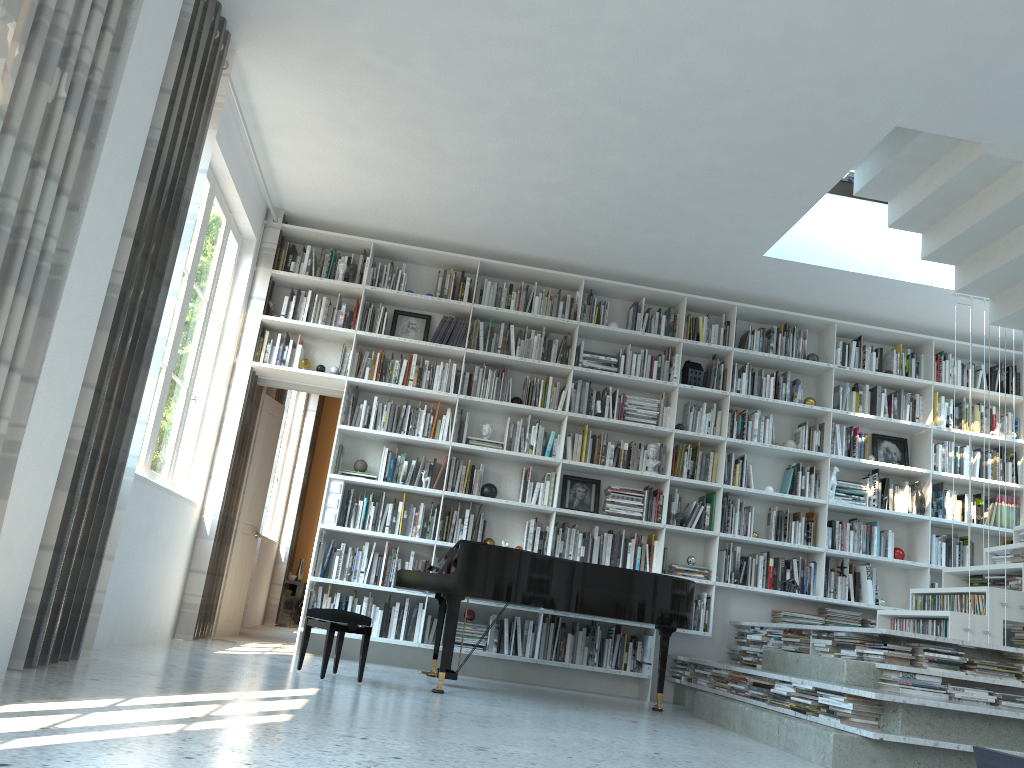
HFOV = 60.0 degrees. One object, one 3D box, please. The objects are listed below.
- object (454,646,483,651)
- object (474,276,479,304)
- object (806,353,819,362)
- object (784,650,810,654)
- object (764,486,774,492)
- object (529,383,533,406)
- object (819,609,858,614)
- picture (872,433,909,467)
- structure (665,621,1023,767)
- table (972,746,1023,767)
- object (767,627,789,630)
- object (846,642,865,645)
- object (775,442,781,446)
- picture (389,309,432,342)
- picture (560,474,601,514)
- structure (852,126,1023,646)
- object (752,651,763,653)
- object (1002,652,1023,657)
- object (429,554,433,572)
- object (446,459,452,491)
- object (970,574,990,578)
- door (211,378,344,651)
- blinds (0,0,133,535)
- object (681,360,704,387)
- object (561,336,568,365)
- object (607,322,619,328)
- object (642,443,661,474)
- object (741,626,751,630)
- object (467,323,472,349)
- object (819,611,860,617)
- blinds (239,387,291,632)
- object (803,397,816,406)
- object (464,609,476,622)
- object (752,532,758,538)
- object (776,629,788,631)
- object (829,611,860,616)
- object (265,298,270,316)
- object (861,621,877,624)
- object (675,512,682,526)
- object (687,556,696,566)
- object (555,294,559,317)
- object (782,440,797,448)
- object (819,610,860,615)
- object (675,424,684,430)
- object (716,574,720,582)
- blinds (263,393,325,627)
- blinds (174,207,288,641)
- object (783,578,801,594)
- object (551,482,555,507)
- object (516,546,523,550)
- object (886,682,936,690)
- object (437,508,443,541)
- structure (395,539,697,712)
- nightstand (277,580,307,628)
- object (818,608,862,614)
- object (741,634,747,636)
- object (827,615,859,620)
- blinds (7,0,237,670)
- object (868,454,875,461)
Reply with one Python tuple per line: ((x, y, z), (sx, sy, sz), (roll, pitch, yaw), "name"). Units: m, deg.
((-0.343, 1.927, 6.475), (0.254, 0.007, 0.161), (8, -15, -2), "object")
((-0.297, -0.706, 7.111), (0.012, 0.284, 0.160), (9, -14, -5), "object")
((2.446, -0.198, 7.222), (0.104, 0.105, 0.104), (-6, -20, 42), "object")
((1.916, 1.764, 5.812), (0.145, 0.010, 0.267), (10, -15, -9), "object")
((2.020, 0.838, 6.968), (0.071, 0.072, 0.072), (-6, -20, 42), "object")
((0.134, 0.113, 6.976), (0.010, 0.225, 0.143), (9, -14, -5), "object")
((2.535, 1.765, 6.871), (0.254, 0.005, 0.161), (9, -15, -4), "object")
((3.106, 0.569, 7.274), (0.300, 0.299, 0.078), (9, -14, -5), "picture")
((2.659, 1.916, 5.370), (2.899, 0.657, 3.121), (9, -15, -5), "structure")
((2.391, 1.393, 2.707), (1.270, 0.217, 1.261), (9, -15, -5), "table")
((1.895, 1.698, 6.124), (0.159, 0.007, 0.286), (10, -15, -8), "object")
((2.022, 1.503, 5.117), (0.142, 0.006, 0.204), (10, -15, -7), "object")
((2.114, 0.501, 7.083), (0.068, 0.068, 0.068), (15, -16, -26), "object")
((-0.808, -0.432, 7.031), (0.300, 0.299, 0.078), (9, -14, -5), "picture")
((0.532, 0.869, 6.887), (0.300, 0.299, 0.078), (9, -14, -5), "picture")
((3.066, 0.224, 5.425), (2.614, 3.372, 1.960), (9, -14, -5), "structure")
((1.813, 1.935, 6.388), (0.130, 0.007, 0.215), (10, -15, -9), "object")
((2.856, 1.483, 4.830), (0.284, 0.030, 0.177), (9, -15, -5), "object")
((-0.619, 1.408, 6.592), (0.017, 0.289, 0.089), (9, -14, -5), "object")
((-0.485, 0.713, 6.764), (0.012, 0.269, 0.131), (9, -14, -5), "object")
((3.224, 1.317, 6.018), (0.161, 0.025, 0.175), (8, -15, -1), "object")
((-1.871, 1.040, 7.073), (0.834, 1.975, 0.788), (9, -14, -5), "door")
((-1.577, -0.727, 2.807), (0.183, 3.251, 1.028), (9, -14, -5), "blinds")
((1.440, -0.067, 7.090), (0.135, 0.247, 0.136), (12, -15, -14), "object")
((0.415, -0.253, 6.940), (0.075, 0.254, 0.075), (15, -16, -25), "object")
((0.810, -0.450, 7.136), (0.105, 0.105, 0.105), (15, -16, -26), "object")
((1.077, 0.581, 6.826), (0.137, 0.243, 0.138), (19, -18, -38), "object")
((1.840, 1.854, 6.698), (0.131, 0.024, 0.291), (9, -15, -3), "object")
((-0.348, -0.339, 7.018), (0.012, 0.253, 0.161), (9, -14, -5), "object")
((2.533, 1.781, 6.869), (0.254, 0.005, 0.161), (9, -15, -5), "object")
((-2.211, 0.565, 7.927), (0.140, 3.221, 0.778), (9, -14, -5), "blinds")
((2.397, 0.156, 7.139), (0.101, 0.101, 0.100), (15, -16, -26), "object")
((-0.310, 1.696, 6.497), (0.086, 0.087, 0.086), (15, -16, -26), "object")
((1.882, 1.186, 6.905), (0.071, 0.072, 0.072), (-6, -20, 42), "object")
((1.909, 1.706, 6.124), (0.144, 0.005, 0.258), (9, -15, -5), "object")
((2.533, 1.776, 6.870), (0.254, 0.005, 0.161), (9, -15, -5), "object")
((-1.895, -0.615, 6.877), (0.035, 0.294, 0.177), (9, -14, -5), "object")
((2.892, 1.872, 6.893), (0.328, 0.008, 0.208), (9, -15, -5), "object")
((1.262, 1.028, 6.718), (0.054, 0.113, 0.079), (9, -14, -6), "object")
((1.359, 1.338, 6.718), (0.071, 0.072, 0.072), (-6, -20, 42), "object")
((0.344, -0.584, 7.158), (0.010, 0.246, 0.157), (9, -14, -5), "object")
((2.227, 0.504, 7.120), (0.112, 0.112, 0.112), (15, -16, -26), "object")
((2.534, 1.771, 6.872), (0.285, 0.005, 0.160), (9, -15, -5), "object")
((1.314, 0.346, 6.947), (0.071, 0.072, 0.072), (-6, -20, 42), "object")
((1.557, 1.490, 6.788), (0.071, 0.072, 0.072), (-6, -20, 42), "object")
((-2.541, 1.236, 10.626), (0.140, 3.221, 0.778), (9, -14, -5), "blinds")
((-2.072, 0.282, 6.788), (0.140, 3.221, 0.778), (9, -14, -5), "blinds")
((2.115, 1.523, 6.695), (0.161, 0.113, 0.065), (12, -15, -17), "object")
((0.301, 0.869, 6.828), (0.017, 0.215, 0.104), (9, -14, -5), "object")
((0.051, 1.242, 6.633), (0.061, 0.062, 0.061), (-6, -20, 42), "object")
((2.066, 1.566, 4.603), (0.204, 0.004, 0.140), (8, -15, -2), "object")
((-0.546, 1.067, 6.661), (0.012, 0.253, 0.161), (9, -14, -5), "object")
((0.219, 1.508, 5.484), (1.918, 0.830, 1.338), (9, -15, -5), "structure")
((-2.757, 2.556, 10.417), (0.650, 0.516, 0.432), (8, -14, -2), "nightstand")
((2.537, 1.757, 6.863), (0.285, 0.005, 0.160), (8, -15, 0), "object")
((1.828, 1.903, 6.685), (0.135, 0.011, 0.222), (8, -15, -1), "object")
((2.526, 1.806, 6.862), (0.254, 0.005, 0.161), (9, -15, -5), "object")
((-1.742, -0.389, 4.090), (0.140, 3.221, 0.778), (9, -14, -5), "blinds")
((2.877, 0.612, 7.146), (0.091, 0.092, 0.092), (-6, -20, 42), "object")
